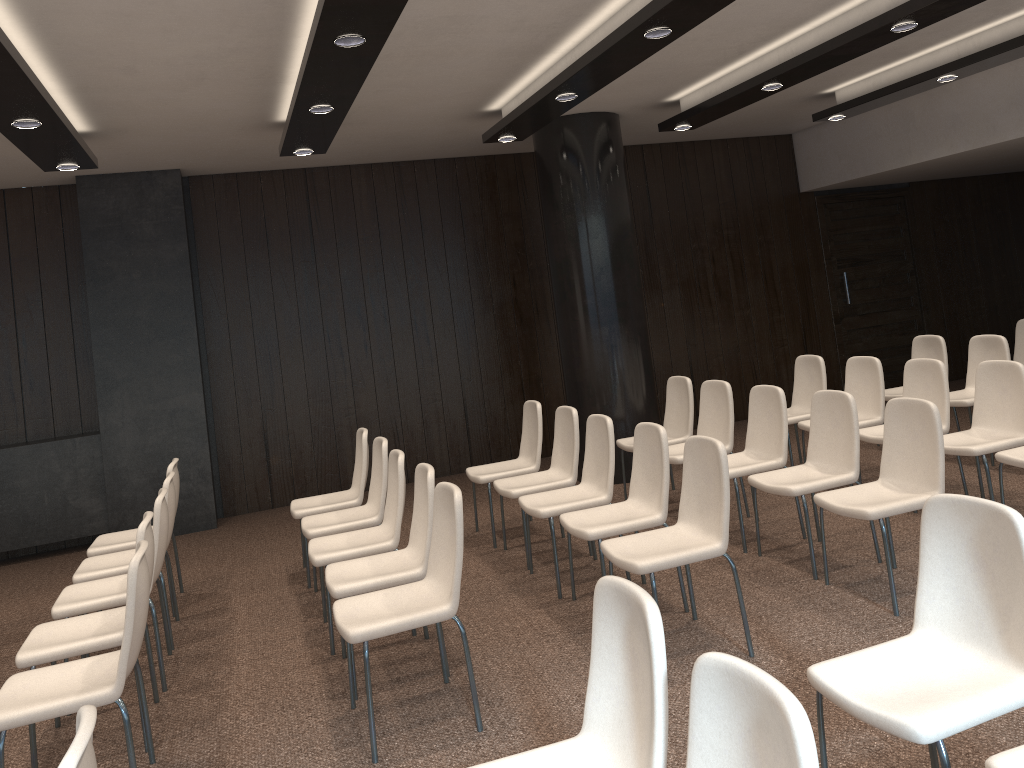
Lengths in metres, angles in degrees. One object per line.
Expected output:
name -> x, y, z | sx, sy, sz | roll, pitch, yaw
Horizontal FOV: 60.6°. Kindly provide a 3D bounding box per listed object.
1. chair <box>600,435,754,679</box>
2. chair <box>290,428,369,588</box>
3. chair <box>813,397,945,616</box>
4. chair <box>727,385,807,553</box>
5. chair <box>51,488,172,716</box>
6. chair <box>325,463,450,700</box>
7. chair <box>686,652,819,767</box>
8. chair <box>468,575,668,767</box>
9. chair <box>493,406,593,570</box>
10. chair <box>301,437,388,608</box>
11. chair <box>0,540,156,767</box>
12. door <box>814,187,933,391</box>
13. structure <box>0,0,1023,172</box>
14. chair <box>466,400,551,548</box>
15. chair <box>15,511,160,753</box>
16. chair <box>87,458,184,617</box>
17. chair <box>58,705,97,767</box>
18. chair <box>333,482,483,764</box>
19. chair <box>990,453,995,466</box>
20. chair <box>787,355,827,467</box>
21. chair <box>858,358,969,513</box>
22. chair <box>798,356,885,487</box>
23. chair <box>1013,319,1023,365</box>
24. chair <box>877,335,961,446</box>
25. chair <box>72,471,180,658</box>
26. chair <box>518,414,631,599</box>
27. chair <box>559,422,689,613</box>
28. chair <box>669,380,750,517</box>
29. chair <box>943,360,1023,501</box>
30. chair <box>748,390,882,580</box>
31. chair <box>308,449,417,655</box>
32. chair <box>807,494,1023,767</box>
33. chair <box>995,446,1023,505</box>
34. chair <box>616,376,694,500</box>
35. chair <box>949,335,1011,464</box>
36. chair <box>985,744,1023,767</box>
chair -> 0.716, 0.731, 3.962 | 0.560, 0.906, 0.527 | -7, -1, -16
chair -> -1.195, 0.789, 5.851 | 0.560, 0.906, 0.527 | -7, -1, -16
chair -> 1.833, 0.557, 4.316 | 0.560, 0.906, 0.527 | -7, -1, -16
chair -> 1.446, 0.495, 5.472 | 0.561, 0.906, 0.527 | -7, -1, -17
chair -> -1.970, 1.029, 4.371 | 0.561, 0.906, 0.526 | -7, -1, -18
chair -> -0.599, 0.879, 4.148 | 0.560, 0.906, 0.527 | -7, -1, -16
chair -> 0.267, 1.022, 1.530 | 0.561, 0.906, 0.526 | -7, -1, -19
chair -> 0.110, 0.988, 2.084 | 0.560, 0.906, 0.527 | -7, -1, -16
chair -> 0.184, 0.634, 5.667 | 0.561, 0.906, 0.527 | -7, -1, -17
chair -> -0.983, 0.817, 5.284 | 0.561, 0.906, 0.527 | -7, -1, -18
chair -> -1.582, 1.094, 3.194 | 0.561, 0.906, 0.527 | -7, -1, -18
door -> 4.337, -1.107, 10.472 | 1.408, 2.421, 0.266 | -7, -3, -18
structure -> -1.869, -1.400, 2.333 | 13.220, 0.231, 8.034 | -9, 6, -18
chair -> -0.029, 0.607, 6.227 | 0.560, 0.906, 0.527 | -7, -1, -16
chair -> -1.801, 1.065, 3.776 | 0.561, 0.906, 0.527 | -7, -1, -18
chair -> -2.342, 0.968, 5.496 | 0.560, 0.906, 0.527 | -7, -1, -16
chair -> -1.052, 1.175, 1.657 | 0.561, 0.906, 0.526 | -7, -1, -18
chair -> -0.442, 0.912, 3.595 | 0.561, 0.906, 0.526 | -7, -1, -19
chair -> 3.753, 0.128, 6.273 | 0.561, 0.906, 0.526 | -7, -1, -19
chair -> 2.227, 0.251, 6.983 | 0.560, 0.906, 0.527 | -7, -1, -16
chair -> 2.613, 0.314, 5.829 | 0.560, 0.906, 0.527 | -7, -1, -16
chair -> 2.438, 0.279, 6.414 | 0.561, 0.906, 0.527 | -7, -1, -17
chair -> 4.482, -0.104, 7.730 | 0.560, 0.906, 0.527 | -7, -1, -16
chair -> 3.382, 0.067, 7.396 | 0.560, 0.906, 0.527 | -7, -1, -16
chair -> -2.145, 0.998, 4.922 | 0.561, 0.906, 0.527 | -7, -1, -17
chair -> 0.343, 0.669, 5.095 | 0.560, 0.906, 0.527 | -7, -1, -16
chair -> 0.558, 0.694, 4.554 | 0.560, 0.906, 0.527 | -7, -1, -16
chair -> 1.265, 0.460, 6.069 | 0.561, 0.906, 0.526 | -7, -1, -19
chair -> 2.822, 0.340, 5.280 | 0.560, 0.906, 0.527 | -7, -1, -16
chair -> 1.658, 0.523, 4.902 | 0.561, 0.906, 0.527 | -7, -1, -17
chair -> -0.808, 0.852, 4.697 | 0.560, 0.906, 0.527 | -7, -1, -16
chair -> 1.171, 0.820, 2.448 | 0.561, 0.906, 0.526 | -7, -1, -19
chair -> 2.978, 0.374, 4.728 | 0.561, 0.906, 0.526 | -7, -1, -20
chair -> 1.108, 0.426, 6.622 | 0.561, 0.906, 0.527 | -7, -1, -17
chair -> 3.580, 0.097, 6.820 | 0.560, 0.906, 0.527 | -7, -1, -16
chair -> 1.385, 0.848, 1.874 | 0.561, 0.906, 0.527 | -7, -1, -18
